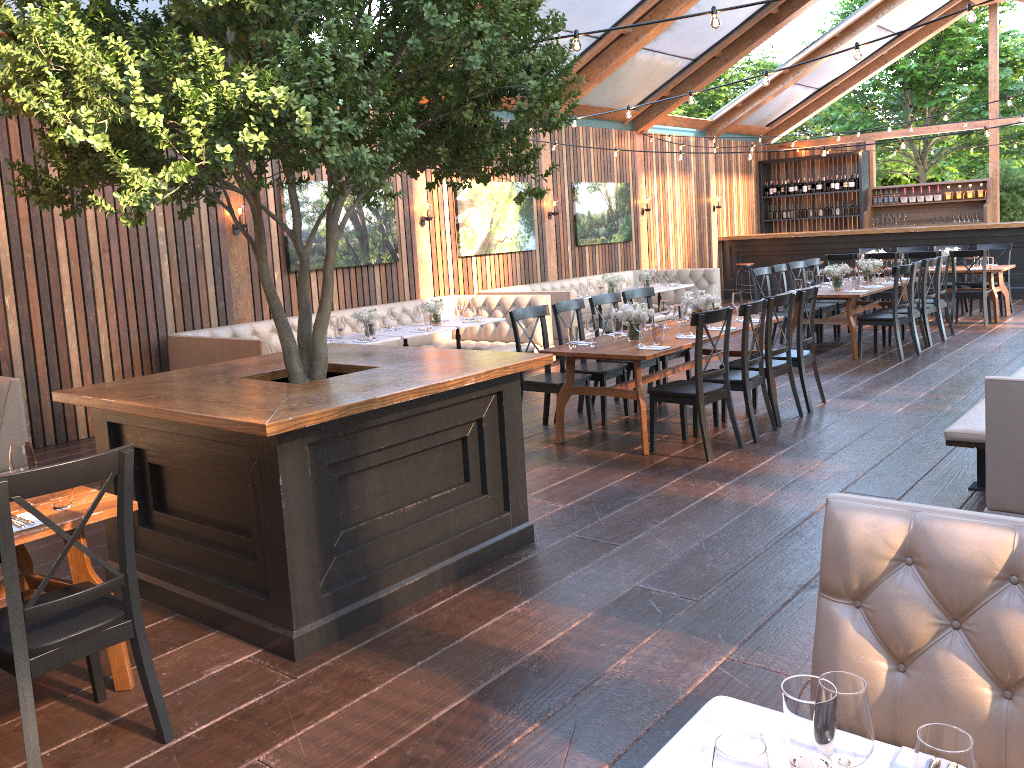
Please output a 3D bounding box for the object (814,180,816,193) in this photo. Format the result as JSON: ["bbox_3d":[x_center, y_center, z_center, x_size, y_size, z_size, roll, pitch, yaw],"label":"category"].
[{"bbox_3d":[6.400,-4.204,18.756,0.078,0.310,0.078,1,8,35],"label":"object"}]

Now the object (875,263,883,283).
[{"bbox_3d":[4.542,-1.374,10.952,0.092,0.243,0.093,-4,7,-8],"label":"object"}]

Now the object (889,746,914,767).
[{"bbox_3d":[0.686,0.677,1.457,0.158,0.019,0.257,5,13,39],"label":"object"}]

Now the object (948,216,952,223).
[{"bbox_3d":[8.552,-3.202,17.237,0.097,0.133,0.098,0,8,26],"label":"object"}]

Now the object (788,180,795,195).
[{"bbox_3d":[6.012,-4.224,19.007,0.136,0.313,0.137,-3,7,1],"label":"object"}]

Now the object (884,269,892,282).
[{"bbox_3d":[4.654,-1.338,10.951,0.092,0.157,0.092,-7,8,-24],"label":"object"}]

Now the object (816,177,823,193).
[{"bbox_3d":[6.469,-4.185,18.617,0.136,0.313,0.137,-3,7,1],"label":"object"}]

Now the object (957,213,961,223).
[{"bbox_3d":[8.565,-3.182,16.965,0.073,0.180,0.074,-2,7,14],"label":"object"}]

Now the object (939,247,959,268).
[{"bbox_3d":[6.300,-1.817,12.694,0.329,0.307,0.338,-6,8,-17],"label":"object"}]

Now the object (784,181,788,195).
[{"bbox_3d":[5.891,-4.214,19.025,0.076,0.300,0.075,-8,8,-33],"label":"object"}]

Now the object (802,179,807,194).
[{"bbox_3d":[6.237,-4.220,18.900,0.136,0.313,0.137,-3,7,1],"label":"object"}]

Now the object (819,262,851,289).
[{"bbox_3d":[3.831,-1.278,10.460,0.336,0.307,0.331,-6,8,-16],"label":"object"}]

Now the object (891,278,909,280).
[{"bbox_3d":[4.943,-1.342,11.276,0.255,0.019,0.158,5,13,39],"label":"object"}]

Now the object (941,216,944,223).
[{"bbox_3d":[8.497,-3.233,17.431,0.097,0.133,0.098,0,8,26],"label":"object"}]

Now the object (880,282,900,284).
[{"bbox_3d":[4.596,-1.239,10.805,0.255,0.019,0.158,5,13,39],"label":"object"}]

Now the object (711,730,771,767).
[{"bbox_3d":[0.326,0.622,1.247,0.092,0.243,0.093,-4,7,-2],"label":"object"}]

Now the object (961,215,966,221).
[{"bbox_3d":[8.721,-3.186,17.084,0.097,0.133,0.098,0,8,26],"label":"object"}]

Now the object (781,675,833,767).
[{"bbox_3d":[0.518,0.603,1.539,0.092,0.157,0.092,0,8,26],"label":"object"}]

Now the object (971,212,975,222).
[{"bbox_3d":[8.770,-3.171,16.830,0.073,0.180,0.074,-2,7,14],"label":"object"}]

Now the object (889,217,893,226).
[{"bbox_3d":[7.610,-3.262,17.758,0.070,0.184,0.070,3,9,44],"label":"object"}]

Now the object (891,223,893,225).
[{"bbox_3d":[7.658,-3.281,17.852,0.070,0.184,0.070,3,9,44],"label":"object"}]

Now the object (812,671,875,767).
[{"bbox_3d":[0.522,0.585,1.392,0.092,0.243,0.093,-4,7,-2],"label":"object"}]

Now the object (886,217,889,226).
[{"bbox_3d":[7.567,-3.272,17.830,0.070,0.184,0.070,3,9,44],"label":"object"}]

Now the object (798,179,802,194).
[{"bbox_3d":[6.130,-4.207,18.830,0.081,0.322,0.082,-2,7,18],"label":"object"}]

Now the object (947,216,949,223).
[{"bbox_3d":[8.579,-3.223,17.345,0.097,0.133,0.098,0,8,26],"label":"object"}]

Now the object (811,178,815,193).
[{"bbox_3d":[6.351,-4.182,18.650,0.077,0.307,0.078,-2,7,18],"label":"object"}]

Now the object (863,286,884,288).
[{"bbox_3d":[4.236,-1.149,10.427,0.255,0.019,0.158,5,13,39],"label":"object"}]

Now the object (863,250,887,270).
[{"bbox_3d":[5.498,-1.885,13.375,0.336,0.307,0.332,-3,8,5],"label":"object"}]

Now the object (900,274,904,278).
[{"bbox_3d":[5.004,-1.438,11.408,0.092,0.157,0.092,-7,8,-24],"label":"object"}]

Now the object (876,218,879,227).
[{"bbox_3d":[7.410,-3.280,17.931,0.070,0.184,0.070,3,9,44],"label":"object"}]

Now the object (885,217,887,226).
[{"bbox_3d":[7.585,-3.287,17.914,0.070,0.184,0.070,3,9,44],"label":"object"}]

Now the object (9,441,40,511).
[{"bbox_3d":[-1.815,0.342,3.296,0.092,0.243,0.093,-4,7,-2],"label":"object"}]

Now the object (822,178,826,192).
[{"bbox_3d":[6.537,-4.168,18.523,0.075,0.300,0.076,-1,7,23],"label":"object"}]

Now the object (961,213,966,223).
[{"bbox_3d":[8.635,-3.178,16.920,0.073,0.180,0.074,-2,7,14],"label":"object"}]

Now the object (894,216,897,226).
[{"bbox_3d":[7.718,-3.275,17.795,0.070,0.184,0.070,3,9,44],"label":"object"}]

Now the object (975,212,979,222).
[{"bbox_3d":[8.807,-3.162,16.764,0.073,0.180,0.074,-2,7,14],"label":"object"}]

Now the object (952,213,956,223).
[{"bbox_3d":[8.509,-3.188,17.023,0.073,0.180,0.074,-2,7,14],"label":"object"}]

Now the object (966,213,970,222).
[{"bbox_3d":[8.698,-3.173,16.868,0.073,0.180,0.074,-2,7,14],"label":"object"}]

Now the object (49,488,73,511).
[{"bbox_3d":[-1.667,0.381,3.268,0.092,0.157,0.092,0,8,26],"label":"object"}]

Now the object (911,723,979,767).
[{"bbox_3d":[0.605,0.607,1.234,0.092,0.243,0.093,-4,7,-2],"label":"object"}]

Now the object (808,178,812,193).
[{"bbox_3d":[6.310,-4.196,18.741,0.078,0.310,0.078,1,8,35],"label":"object"}]

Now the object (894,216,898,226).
[{"bbox_3d":[7.693,-3.258,17.709,0.070,0.184,0.070,3,9,44],"label":"object"}]

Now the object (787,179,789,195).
[{"bbox_3d":[5.979,-4.255,19.136,0.087,0.332,0.088,-1,7,20],"label":"object"}]

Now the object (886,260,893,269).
[{"bbox_3d":[4.878,-1.477,11.426,0.092,0.243,0.093,-4,7,-8],"label":"object"}]

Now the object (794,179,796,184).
[{"bbox_3d":[6.102,-4.251,19.093,0.081,0.322,0.082,-2,7,18],"label":"object"}]

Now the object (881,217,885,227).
[{"bbox_3d":[7.486,-3.274,17.871,0.070,0.184,0.070,3,9,44],"label":"object"}]

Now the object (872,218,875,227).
[{"bbox_3d":[7.348,-3.286,17.991,0.070,0.184,0.070,3,9,44],"label":"object"}]

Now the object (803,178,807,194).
[{"bbox_3d":[6.213,-4.206,18.769,0.087,0.332,0.088,-1,7,20],"label":"object"}]

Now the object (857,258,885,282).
[{"bbox_3d":[4.533,-1.456,11.235,0.329,0.307,0.339,-3,8,7],"label":"object"}]

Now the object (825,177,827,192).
[{"bbox_3d":[6.600,-4.188,18.604,0.077,0.305,0.077,-8,8,-34],"label":"object"}]

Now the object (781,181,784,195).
[{"bbox_3d":[5.853,-4.231,19.109,0.078,0.310,0.078,1,8,35],"label":"object"}]

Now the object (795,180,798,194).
[{"bbox_3d":[6.078,-4.208,18.909,0.077,0.305,0.077,-8,8,-34],"label":"object"}]

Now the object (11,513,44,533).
[{"bbox_3d":[-1.757,0.482,3.122,0.255,0.019,0.158,5,13,39],"label":"object"}]

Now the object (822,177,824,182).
[{"bbox_3d":[6.582,-4.210,18.690,0.081,0.322,0.082,-2,7,18],"label":"object"}]
